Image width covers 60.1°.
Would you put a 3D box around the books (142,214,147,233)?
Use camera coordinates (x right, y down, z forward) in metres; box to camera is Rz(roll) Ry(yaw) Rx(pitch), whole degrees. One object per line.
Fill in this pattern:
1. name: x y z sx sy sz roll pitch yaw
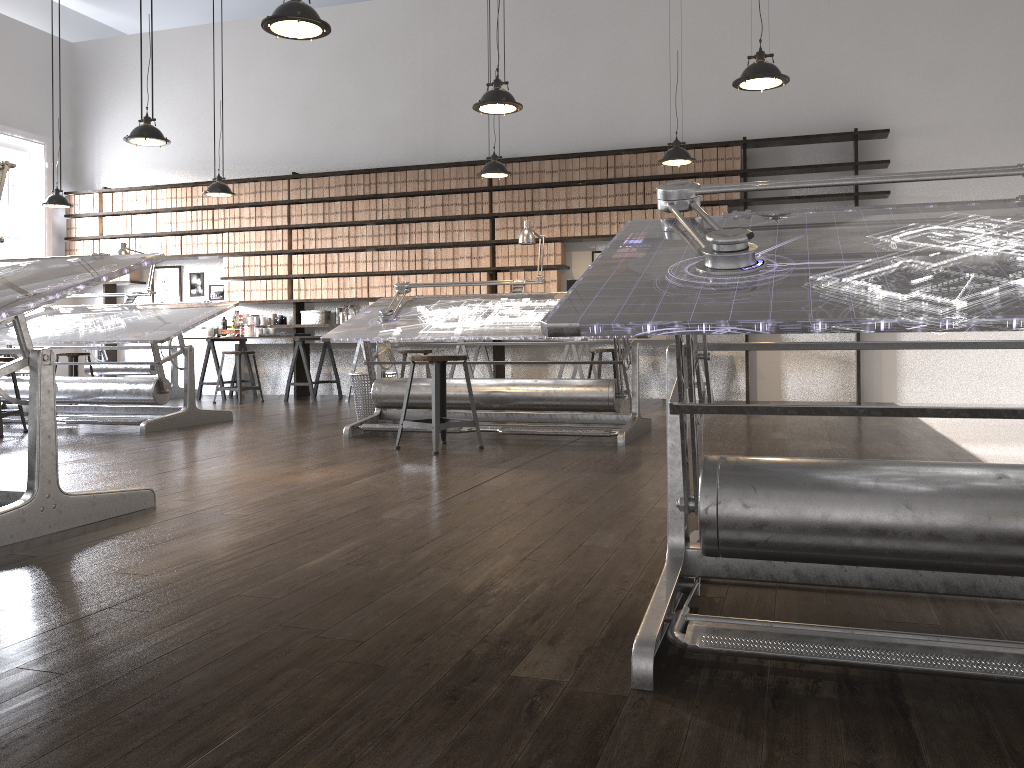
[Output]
1. books: -4.251 -1.867 10.391 0.066 0.225 0.174 -1 1 18

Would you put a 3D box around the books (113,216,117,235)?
1. books: -4.652 -1.869 10.515 0.067 0.226 0.174 -1 1 18

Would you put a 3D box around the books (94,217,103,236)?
1. books: -4.916 -1.877 10.607 0.066 0.225 0.174 -1 1 18

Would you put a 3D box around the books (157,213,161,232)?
1. books: -4.056 -1.866 10.327 0.066 0.225 0.174 -1 1 18

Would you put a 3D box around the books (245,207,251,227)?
1. books: -2.926 -1.859 9.960 0.066 0.225 0.174 -1 1 18

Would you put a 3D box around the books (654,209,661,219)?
1. books: 1.417 -1.565 8.555 0.066 0.225 0.174 -1 1 18

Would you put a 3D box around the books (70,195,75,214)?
1. books: -5.252 -2.156 10.709 0.066 0.225 0.174 -1 1 18

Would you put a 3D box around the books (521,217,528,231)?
1. books: 0.151 -1.573 8.969 0.066 0.225 0.174 -1 1 18

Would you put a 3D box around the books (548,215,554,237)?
1. books: 0.413 -1.571 8.882 0.066 0.225 0.174 -1 1 18

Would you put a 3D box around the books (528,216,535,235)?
1. books: 0.217 -1.572 8.946 0.066 0.225 0.174 -1 1 18

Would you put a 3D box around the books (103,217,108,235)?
1. books: -4.789 -1.870 10.562 0.066 0.225 0.174 -1 1 18

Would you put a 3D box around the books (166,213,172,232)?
1. books: -3.928 -1.865 10.282 0.067 0.226 0.174 -1 1 18

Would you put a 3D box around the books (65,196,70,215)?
1. books: -5.321 -2.156 10.731 0.067 0.226 0.174 -1 1 18

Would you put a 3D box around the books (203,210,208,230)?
1. books: -3.457 -1.862 10.135 0.066 0.225 0.174 -1 1 18

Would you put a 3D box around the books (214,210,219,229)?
1. books: -3.315 -1.862 10.089 0.066 0.225 0.174 -1 1 18

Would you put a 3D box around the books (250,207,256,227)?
1. books: -2.858 -1.859 9.936 0.067 0.226 0.174 -1 1 18

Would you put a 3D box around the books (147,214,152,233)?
1. books: -4.183 -1.867 10.370 0.066 0.225 0.174 -1 1 18

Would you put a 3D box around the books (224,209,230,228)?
1. books: -3.180 -1.861 10.045 0.066 0.225 0.174 -1 1 18

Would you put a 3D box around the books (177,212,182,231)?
1. books: -3.793 -1.864 10.245 0.066 0.225 0.174 -1 1 18

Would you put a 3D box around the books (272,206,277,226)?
1. books: -2.593 -1.857 9.854 0.066 0.225 0.174 -1 1 18

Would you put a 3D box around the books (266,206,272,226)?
1. books: -2.658 -1.857 9.870 0.067 0.226 0.174 -1 1 18

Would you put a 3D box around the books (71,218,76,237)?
1. books: -5.242 -1.878 10.707 0.067 0.226 0.174 -1 1 18

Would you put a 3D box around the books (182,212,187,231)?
1. books: -3.728 -1.864 10.219 0.066 0.225 0.174 -1 1 18

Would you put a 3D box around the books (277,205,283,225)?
1. books: -2.534 -1.857 9.833 0.066 0.225 0.174 -1 1 18

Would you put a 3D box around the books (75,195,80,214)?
1. books: -5.182 -2.155 10.690 0.066 0.225 0.174 -1 1 18

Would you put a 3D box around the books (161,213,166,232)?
1. books: -3.997 -1.865 10.306 0.066 0.225 0.174 -1 1 18

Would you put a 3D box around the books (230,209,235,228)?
1. books: -3.113 -1.860 10.023 0.066 0.225 0.174 -1 1 18

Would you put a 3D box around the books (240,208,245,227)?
1. books: -2.985 -1.860 9.981 0.066 0.225 0.174 -1 1 18

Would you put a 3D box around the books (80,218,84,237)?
1. books: -5.112 -1.878 10.669 0.066 0.225 0.174 -1 1 18

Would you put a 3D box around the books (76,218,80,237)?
1. books: -5.172 -1.878 10.686 0.066 0.225 0.174 -1 1 18

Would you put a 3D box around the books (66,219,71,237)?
1. books: -5.307 -1.879 10.732 0.066 0.225 0.174 -1 1 18

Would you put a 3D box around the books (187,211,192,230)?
1. books: -3.660 -1.863 10.194 0.066 0.225 0.174 -1 1 18

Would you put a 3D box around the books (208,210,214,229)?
1. books: -3.388 -1.862 10.107 0.067 0.226 0.174 -1 1 18

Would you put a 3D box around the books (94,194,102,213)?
1. books: -4.913 -2.154 10.603 0.066 0.225 0.174 -1 1 18

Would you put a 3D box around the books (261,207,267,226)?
1. books: -2.723 -1.858 9.898 0.066 0.225 0.174 -1 1 18

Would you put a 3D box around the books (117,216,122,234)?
1. books: -4.591 -1.869 10.499 0.066 0.225 0.174 -1 1 18

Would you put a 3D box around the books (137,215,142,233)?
1. books: -4.319 -1.867 10.409 0.066 0.225 0.174 -1 1 18

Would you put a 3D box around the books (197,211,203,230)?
1. books: -3.530 -1.863 10.156 0.066 0.225 0.174 -1 1 18

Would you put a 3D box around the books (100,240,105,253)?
1. books: -4.825 -1.602 10.570 0.066 0.225 0.174 -1 1 18

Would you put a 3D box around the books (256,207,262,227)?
1. books: -2.790 -1.859 9.918 0.066 0.225 0.174 -1 1 18

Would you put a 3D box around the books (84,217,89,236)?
1. books: -5.050 -1.877 10.644 0.067 0.226 0.174 -1 1 18

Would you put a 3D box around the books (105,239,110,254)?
1. books: -4.755 -1.602 10.551 0.066 0.225 0.174 -1 1 18

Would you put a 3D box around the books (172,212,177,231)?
1. books: -3.860 -1.865 10.264 0.066 0.225 0.174 -1 1 18

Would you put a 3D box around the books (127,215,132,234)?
1. books: -4.459 -1.868 10.453 0.067 0.226 0.174 -1 1 18

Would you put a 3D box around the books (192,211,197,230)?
1. books: -3.591 -1.863 10.172 0.067 0.226 0.174 -1 1 18

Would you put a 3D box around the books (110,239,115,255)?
1. books: -4.688 -1.602 10.534 0.066 0.225 0.174 -1 1 18

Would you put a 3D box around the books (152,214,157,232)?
1. books: -4.121 -1.866 10.343 0.067 0.226 0.174 -1 1 18

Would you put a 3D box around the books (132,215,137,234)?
1. books: -4.386 -1.868 10.436 0.066 0.225 0.174 -1 1 18

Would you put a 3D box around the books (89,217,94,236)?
1. books: -4.984 -1.877 10.628 0.066 0.225 0.174 -1 1 18

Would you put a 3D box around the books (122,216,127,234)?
1. books: -4.527 -1.869 10.481 0.066 0.225 0.174 -1 1 18

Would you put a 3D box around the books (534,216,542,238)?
1. books: 0.283 -1.572 8.920 0.067 0.226 0.174 -1 1 18

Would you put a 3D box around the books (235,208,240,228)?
1. books: -3.050 -1.860 9.997 0.067 0.226 0.174 -1 1 18

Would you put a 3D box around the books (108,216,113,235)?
1. books: -4.721 -1.870 10.537 0.066 0.225 0.174 -1 1 18

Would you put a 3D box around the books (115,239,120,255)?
1. books: -4.622 -1.601 10.510 0.066 0.225 0.174 -1 1 18

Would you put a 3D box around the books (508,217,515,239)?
1. books: 0.014 -1.573 9.006 0.066 0.225 0.174 -1 1 18

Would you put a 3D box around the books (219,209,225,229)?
1. books: -3.249 -1.861 10.063 0.066 0.225 0.174 -1 1 18
